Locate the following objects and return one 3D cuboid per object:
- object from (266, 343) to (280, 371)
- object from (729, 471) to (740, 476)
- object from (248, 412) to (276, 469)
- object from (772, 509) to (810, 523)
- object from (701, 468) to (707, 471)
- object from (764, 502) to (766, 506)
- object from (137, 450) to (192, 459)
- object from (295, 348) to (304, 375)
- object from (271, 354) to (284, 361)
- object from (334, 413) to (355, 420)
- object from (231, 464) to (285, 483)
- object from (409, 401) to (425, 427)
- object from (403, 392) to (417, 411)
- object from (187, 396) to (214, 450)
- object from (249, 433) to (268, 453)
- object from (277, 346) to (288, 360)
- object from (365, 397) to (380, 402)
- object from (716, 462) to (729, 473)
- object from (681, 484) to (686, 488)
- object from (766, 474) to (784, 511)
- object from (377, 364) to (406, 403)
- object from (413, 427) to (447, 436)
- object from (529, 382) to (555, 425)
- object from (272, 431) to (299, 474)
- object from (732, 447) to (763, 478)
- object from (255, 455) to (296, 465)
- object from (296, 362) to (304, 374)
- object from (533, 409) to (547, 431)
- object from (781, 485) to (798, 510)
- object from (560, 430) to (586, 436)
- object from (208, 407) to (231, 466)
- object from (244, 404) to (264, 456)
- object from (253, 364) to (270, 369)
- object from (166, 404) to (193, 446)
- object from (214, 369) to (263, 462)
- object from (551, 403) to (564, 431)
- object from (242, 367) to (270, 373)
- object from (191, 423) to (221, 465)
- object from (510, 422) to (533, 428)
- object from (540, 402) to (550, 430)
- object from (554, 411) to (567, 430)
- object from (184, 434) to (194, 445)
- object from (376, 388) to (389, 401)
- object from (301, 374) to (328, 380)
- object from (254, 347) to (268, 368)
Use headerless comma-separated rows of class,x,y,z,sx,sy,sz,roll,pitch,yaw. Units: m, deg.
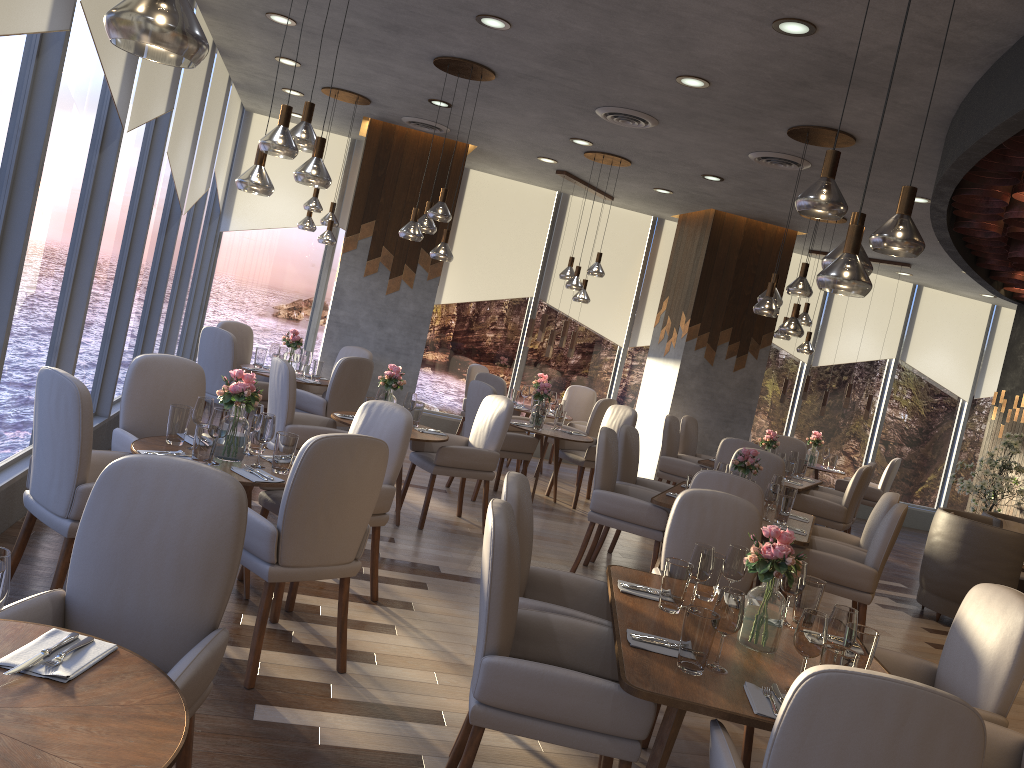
object,-2.140,-0.242,7.941,0.092,0.244,0.092,12,2,-11
object,1.600,0.727,6.384,0.102,0.178,0.102,14,3,34
object,-1.128,0.256,4.005,0.092,0.244,0.092,13,2,22
object,1.905,0.898,6.063,0.255,0.019,0.157,14,4,21
object,1.352,0.685,6.184,0.102,0.178,0.102,14,3,36
object,1.746,0.841,6.385,0.158,0.019,0.255,14,4,18
object,-1.473,0.306,3.841,0.158,0.019,0.254,16,5,41
object,-1.953,-0.209,8.070,0.092,0.244,0.092,13,2,17
object,-2.036,-0.165,7.659,0.102,0.178,0.102,13,3,4
object,-1.097,0.230,6.146,0.254,0.019,0.158,10,4,-30
object,-1.115,0.385,3.848,0.256,0.019,0.157,16,5,42
object,-0.699,0.217,6.417,0.102,0.178,0.102,13,3,8
object,-0.737,0.182,6.317,0.092,0.244,0.092,15,3,42
object,-1.433,0.182,4.084,0.092,0.244,0.092,15,3,42
object,-1.230,0.244,4.329,0.102,0.178,0.102,12,3,-8
object,-2.025,-0.204,7.767,0.092,0.244,0.092,11,3,-32
object,-0.962,0.186,6.029,0.102,0.178,0.102,14,3,26
object,1.461,0.674,6.214,0.092,0.244,0.092,14,3,40
object,1.343,0.754,6.353,0.255,0.019,0.157,14,4,20
object,1.839,0.759,6.196,0.092,0.244,0.092,11,3,-27
object,-0.873,0.064,6.327,0.197,0.415,0.211,10,3,-40
object,-0.601,0.329,6.304,0.254,0.019,0.158,10,4,-28
object,0.265,0.186,8.213,0.211,0.415,0.197,14,3,34
object,-1.029,0.312,3.996,0.102,0.178,0.102,14,3,38
object,1.548,0.629,5.935,0.211,0.415,0.197,14,3,34
object,-1.105,0.359,4.252,0.254,0.019,0.158,9,5,-44
object,-1.959,-0.184,8.181,0.102,0.178,0.102,13,3,13
object,0.246,0.322,7.934,0.102,0.178,0.102,11,3,-33
object,1.936,0.812,6.226,0.102,0.178,0.102,12,3,-13
object,0.561,0.451,8.265,0.254,0.019,0.158,10,5,-37
object,-1.291,0.228,3.877,0.092,0.244,0.092,11,3,-29
object,-1.241,0.216,4.220,0.092,0.244,0.092,12,2,-19
object,-2.228,-0.157,8.097,0.256,0.019,0.157,15,5,32
object,-1.546,0.190,4.102,0.102,0.178,0.102,12,3,-18
object,-1.258,0.137,4.044,0.209,0.415,0.198,12,2,-15
object,0.424,0.306,8.253,0.092,0.244,0.092,14,3,33
object,-2.204,-0.125,7.721,0.158,0.019,0.254,16,5,38
object,-1.308,0.266,3.769,0.102,0.178,0.102,13,3,18
object,0.095,0.364,8.030,0.254,0.019,0.158,9,5,-39
object,0.281,0.289,8.039,0.092,0.244,0.092,12,2,-19
object,0.447,0.337,8.359,0.102,0.178,0.102,12,3,-21
object,-1.485,0.275,4.252,0.157,0.019,0.256,9,5,-44
object,-0.911,0.157,6.128,0.092,0.244,0.092,11,3,-27
object,-1.824,-0.069,8.127,0.158,0.019,0.254,15,5,37
object,-2.253,-0.233,7.933,0.102,0.178,0.102,12,3,-2
